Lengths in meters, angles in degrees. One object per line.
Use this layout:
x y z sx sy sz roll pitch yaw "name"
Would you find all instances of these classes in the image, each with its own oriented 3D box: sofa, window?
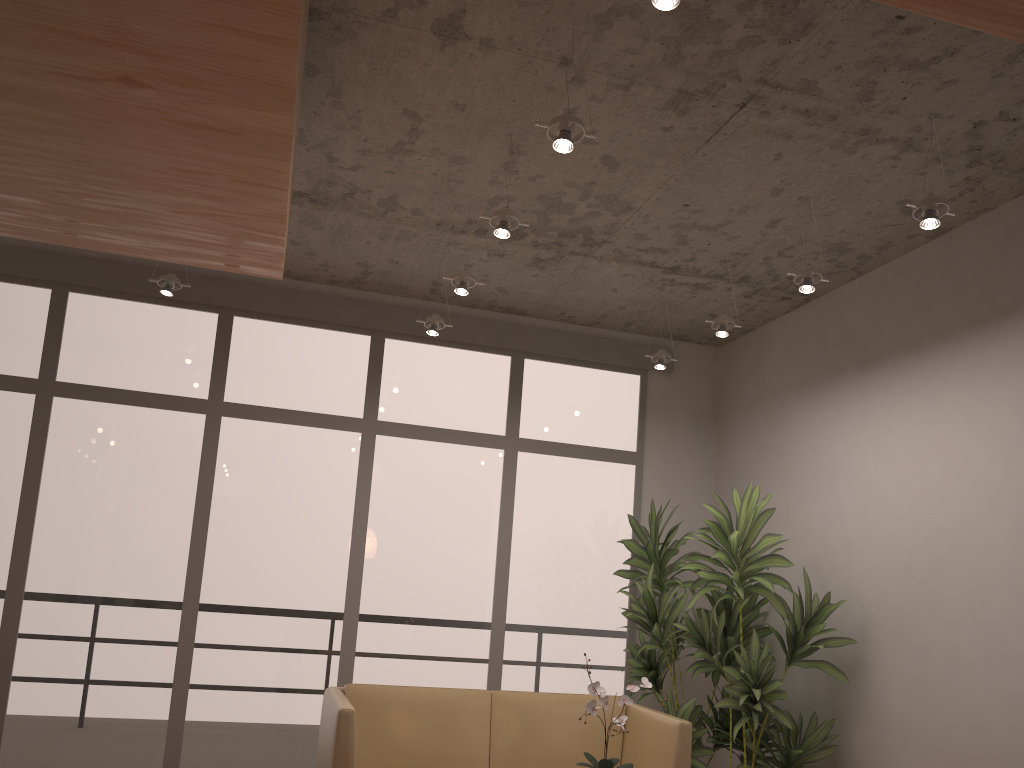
-0.077 2.050 4.598 1.803 0.825 0.892 8 -12 -15 "sofa"
-2.991 0.777 5.440 8.570 3.233 0.063 8 -9 -15 "window"

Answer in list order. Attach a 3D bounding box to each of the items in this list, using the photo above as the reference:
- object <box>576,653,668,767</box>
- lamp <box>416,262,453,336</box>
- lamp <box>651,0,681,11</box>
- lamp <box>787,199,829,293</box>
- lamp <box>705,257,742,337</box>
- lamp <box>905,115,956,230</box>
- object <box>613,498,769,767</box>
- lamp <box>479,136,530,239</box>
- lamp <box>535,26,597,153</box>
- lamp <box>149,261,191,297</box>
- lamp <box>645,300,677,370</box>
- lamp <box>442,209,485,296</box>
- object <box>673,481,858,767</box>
0.382 1.357 3.427 0.298 0.581 0.376 8 -10 -20 "object"
-0.467 -0.538 5.490 0.134 0.476 0.200 -4 -12 42 "lamp"
0.426 -1.232 2.352 0.134 0.476 0.200 -4 -12 42 "lamp"
1.449 -0.682 4.309 0.134 0.476 0.200 -4 -12 42 "lamp"
1.225 -0.509 5.093 0.134 0.476 0.200 -4 -12 42 "lamp"
1.672 -0.856 3.524 0.134 0.476 0.200 -4 -12 42 "lamp"
1.189 1.789 5.766 1.080 2.074 0.981 4 -9 3 "object"
-0.021 -0.885 3.921 0.134 0.476 0.200 -4 -12 42 "lamp"
0.203 -1.058 3.136 0.134 0.476 0.200 -4 -12 42 "lamp"
-1.955 -0.744 5.098 0.134 0.476 0.200 -4 -12 42 "lamp"
1.002 -0.336 5.878 0.134 0.476 0.200 -4 -12 42 "lamp"
-0.244 -0.712 4.706 0.134 0.476 0.200 -4 -12 42 "lamp"
1.387 1.648 5.122 0.966 2.074 1.097 5 -9 -2 "object"
